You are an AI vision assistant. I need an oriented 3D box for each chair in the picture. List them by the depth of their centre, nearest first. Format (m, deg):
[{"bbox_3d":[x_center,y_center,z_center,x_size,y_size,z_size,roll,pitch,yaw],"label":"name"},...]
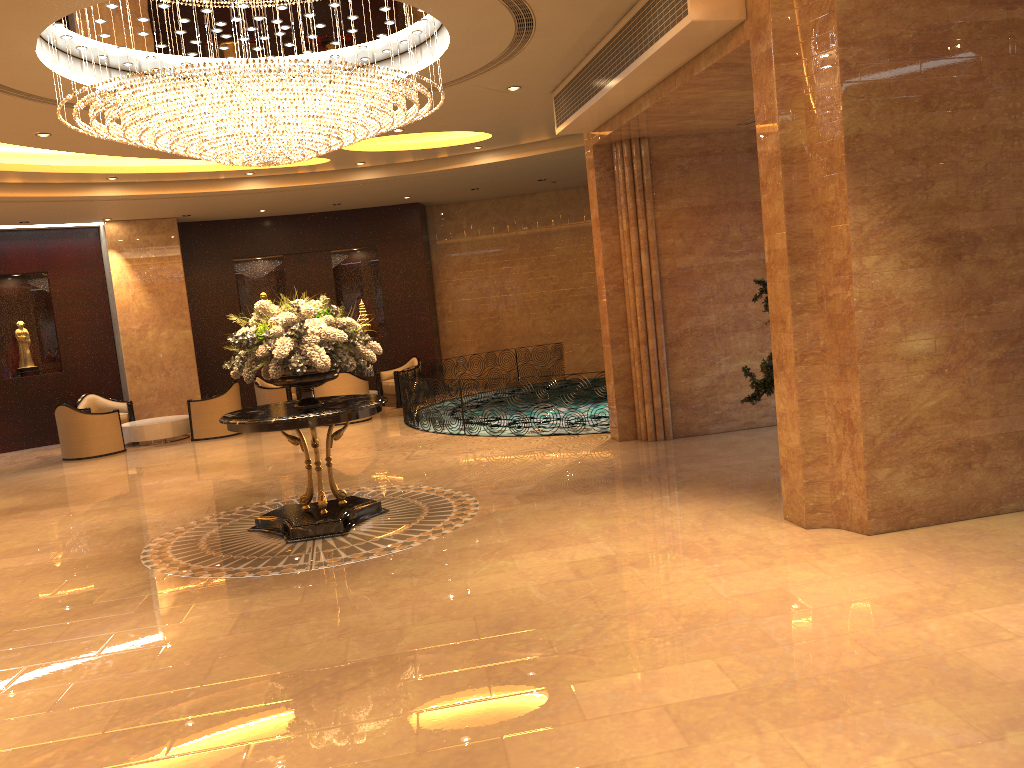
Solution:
[{"bbox_3d":[-6.918,0.719,14.385,0.951,0.916,0.769,-3,6,25],"label":"chair"},{"bbox_3d":[-5.079,0.438,15.345,0.769,0.916,0.951,-5,6,5],"label":"chair"},{"bbox_3d":[-2.932,0.214,15.404,0.951,0.916,0.769,-7,6,-15],"label":"chair"},{"bbox_3d":[-7.385,0.608,15.990,0.769,0.916,0.951,-1,7,40],"label":"chair"},{"bbox_3d":[-4.317,0.262,16.345,0.769,0.916,0.951,-6,6,0],"label":"chair"},{"bbox_3d":[-2.149,-0.055,17.327,0.769,0.916,0.951,-10,7,-35],"label":"chair"}]

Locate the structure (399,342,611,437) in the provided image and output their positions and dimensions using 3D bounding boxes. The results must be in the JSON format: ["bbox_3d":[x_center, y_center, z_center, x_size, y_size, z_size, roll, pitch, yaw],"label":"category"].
[{"bbox_3d":[0.023,0.058,15.443,3.815,0.995,7.624,-5,6,8],"label":"structure"}]

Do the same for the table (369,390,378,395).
[{"bbox_3d":[-3.119,0.383,16.747,1.196,0.354,1.196,-4,6,17],"label":"table"}]

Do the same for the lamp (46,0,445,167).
[{"bbox_3d":[-2.202,-2.513,7.727,3.206,1.196,3.204,-3,6,27],"label":"lamp"}]

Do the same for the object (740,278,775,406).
[{"bbox_3d":[2.682,-0.342,7.879,1.250,2.363,0.843,-9,6,-29],"label":"object"}]

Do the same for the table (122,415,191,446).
[{"bbox_3d":[-6.212,0.815,15.552,1.196,0.354,1.196,-4,6,16],"label":"table"}]

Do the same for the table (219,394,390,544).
[{"bbox_3d":[-1.817,0.736,8.061,1.493,1.089,1.493,-7,6,-17],"label":"table"}]

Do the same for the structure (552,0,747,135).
[{"bbox_3d":[1.077,-3.002,8.335,0.425,0.483,4.113,-7,6,-10],"label":"structure"}]

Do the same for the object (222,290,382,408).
[{"bbox_3d":[-1.897,-0.296,7.932,1.277,0.999,1.318,-4,6,20],"label":"object"}]
